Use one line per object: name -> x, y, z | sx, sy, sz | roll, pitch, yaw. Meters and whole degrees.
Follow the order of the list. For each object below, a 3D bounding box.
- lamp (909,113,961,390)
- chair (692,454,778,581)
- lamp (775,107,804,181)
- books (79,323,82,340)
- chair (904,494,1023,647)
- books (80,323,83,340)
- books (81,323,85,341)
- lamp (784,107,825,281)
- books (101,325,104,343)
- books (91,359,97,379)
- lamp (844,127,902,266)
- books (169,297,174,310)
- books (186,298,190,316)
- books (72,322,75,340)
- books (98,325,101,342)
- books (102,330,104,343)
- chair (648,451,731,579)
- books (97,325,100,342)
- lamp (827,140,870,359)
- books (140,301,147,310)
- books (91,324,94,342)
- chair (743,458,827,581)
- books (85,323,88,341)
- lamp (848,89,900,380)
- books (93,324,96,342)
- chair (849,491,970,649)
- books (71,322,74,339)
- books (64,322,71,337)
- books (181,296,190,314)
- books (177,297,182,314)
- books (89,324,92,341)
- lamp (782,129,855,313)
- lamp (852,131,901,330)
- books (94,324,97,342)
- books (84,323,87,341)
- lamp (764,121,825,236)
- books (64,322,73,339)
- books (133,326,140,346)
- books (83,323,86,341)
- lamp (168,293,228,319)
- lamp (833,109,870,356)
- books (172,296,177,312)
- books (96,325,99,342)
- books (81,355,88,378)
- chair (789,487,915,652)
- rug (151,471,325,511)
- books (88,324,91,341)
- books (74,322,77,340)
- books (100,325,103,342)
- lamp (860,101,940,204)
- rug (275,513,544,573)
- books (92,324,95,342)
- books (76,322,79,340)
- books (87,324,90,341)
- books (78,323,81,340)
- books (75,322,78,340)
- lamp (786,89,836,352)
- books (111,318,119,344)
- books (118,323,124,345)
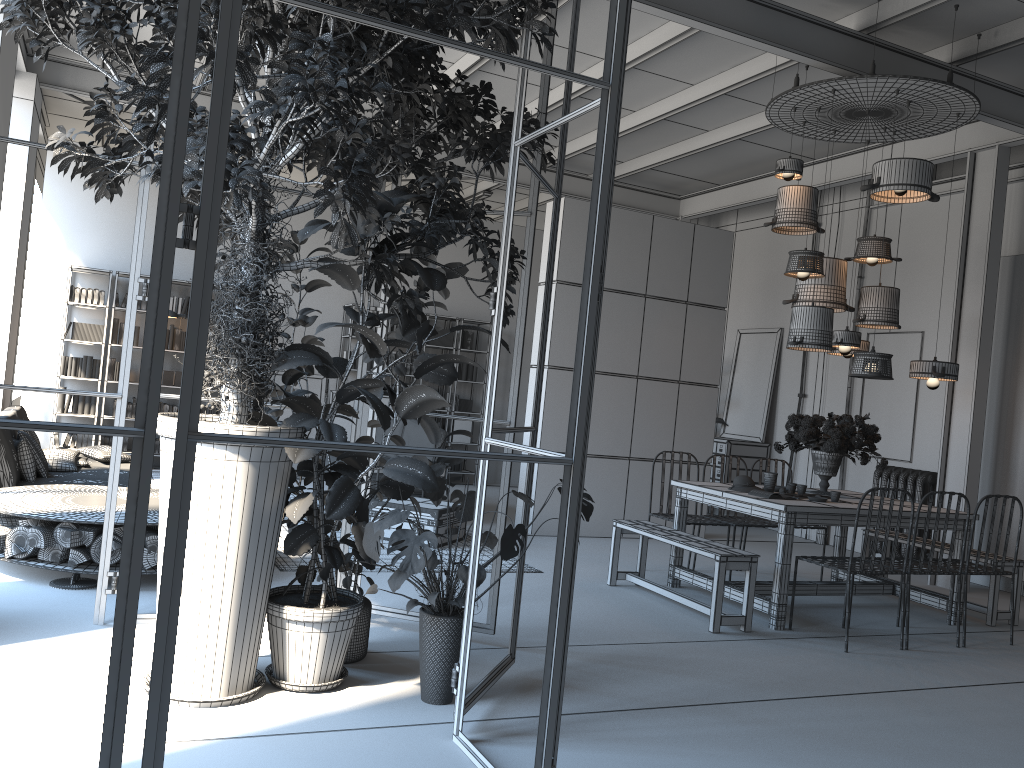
lamp -> 3.144, -0.965, 6.434 | 0.323, 2.026, 0.404 | 6, -1, -22
chair -> 1.863, 1.092, 7.279 | 0.474, 0.975, 0.488 | 6, -1, -25
lamp -> 2.100, -1.802, 6.658 | 0.202, 0.564, 0.253 | 6, -1, 13
books -> -4.966, -0.600, 10.205 | 0.014, 0.207, 0.157 | 6, -1, -25
chair -> 3.027, 1.194, 5.947 | 0.474, 0.975, 0.488 | 6, -1, -25
books -> -4.954, -0.598, 10.211 | 0.014, 0.207, 0.157 | 6, -1, -25
books -> -4.941, -0.597, 10.217 | 0.014, 0.207, 0.157 | 6, -1, -25
lamp -> 2.243, -1.415, 6.613 | 0.301, 1.306, 0.359 | 6, -1, -32
books -> -4.758, -0.578, 10.302 | 0.014, 0.207, 0.157 | 6, -1, -25
books -> -4.905, -0.174, 10.405 | 0.040, 0.240, 0.174 | 6, -1, -25
lamp -> 2.854, -1.457, 6.902 | 0.359, 1.094, 0.301 | 6, -1, -7
books -> -4.105, -0.938, 10.660 | 0.043, 0.213, 0.154 | 6, -1, -25
books -> -3.902, -0.933, 10.756 | 0.057, 0.242, 0.178 | 6, -1, -25
books -> -5.027, -0.606, 10.177 | 0.014, 0.207, 0.157 | 6, -1, -25
books -> -4.782, -0.580, 10.291 | 0.014, 0.207, 0.157 | 6, -1, -25
books -> -4.746, -0.577, 10.308 | 0.014, 0.207, 0.157 | 6, -1, -25
chair -> 1.403, 1.044, 7.065 | 0.474, 0.975, 0.488 | 6, -1, -25
books -> -4.795, -0.582, 10.285 | 0.014, 0.207, 0.157 | 6, -1, -25
lamp -> 2.827, -1.102, 7.252 | 0.323, 1.798, 0.404 | 5, -1, 33
books -> -4.371, -0.962, 10.518 | 0.056, 0.195, 0.270 | 6, -1, -25
books -> -4.856, -0.588, 10.256 | 0.014, 0.207, 0.157 | 6, -1, -25
chair -> 2.311, 1.140, 7.488 | 0.474, 0.975, 0.488 | 6, -1, -25
books -> -4.905, -0.593, 10.234 | 0.014, 0.207, 0.157 | 6, -1, -25
lamp -> 2.560, -1.038, 6.107 | 0.301, 2.004, 0.359 | 6, -1, -27
books -> -4.831, -0.586, 10.268 | 0.014, 0.207, 0.157 | 6, -1, -25
chair -> 2.567, 1.146, 5.733 | 0.474, 0.975, 0.488 | 6, -1, -25
books -> -5.039, -0.607, 10.171 | 0.014, 0.207, 0.157 | 6, -1, -25
books -> -5.093, -0.616, 10.145 | 0.073, 0.201, 0.156 | 6, -1, -27
books -> -3.953, -0.938, 10.711 | 0.077, 0.244, 0.178 | 6, -1, -26
books -> -4.015, -0.932, 10.702 | 0.039, 0.222, 0.161 | 6, -1, -25
books -> -4.868, -0.589, 10.251 | 0.014, 0.207, 0.157 | 6, -1, -25
lamp -> 2.510, -1.312, 7.067 | 0.470, 1.447, 0.415 | 5, -1, 36
lamp -> 2.933, -1.218, 6.952 | 0.364, 1.553, 0.322 | 5, -1, 21
books -> -4.819, -0.584, 10.274 | 0.014, 0.207, 0.157 | 6, -1, -25
books -> -4.917, -0.595, 10.228 | 0.014, 0.207, 0.157 | 6, -1, -25
lamp -> 2.250, -1.629, 6.944 | 0.392, 0.870, 0.346 | 5, -1, 36
books -> -5.082, -0.611, 10.151 | 0.073, 0.201, 0.156 | 6, -1, -27
books -> -4.429, -0.556, 10.451 | 0.057, 0.244, 0.180 | 6, -1, -25
books -> -4.929, -0.596, 10.222 | 0.014, 0.207, 0.157 | 6, -1, -25
lamp -> -3.459, 0.014, 10.401 | 1.284, 2.144, 1.194 | 6, -1, -12
lamp -> 2.545, -1.121, 6.547 | 0.202, 1.831, 0.253 | 6, -1, 13
books -> -4.073, -0.945, 10.686 | 0.029, 0.231, 0.173 | 6, -1, -25
books -> -4.807, -0.583, 10.279 | 0.014, 0.207, 0.157 | 6, -1, -25
books -> -4.994, -0.198, 10.358 | 0.047, 0.270, 0.182 | 6, -1, -25
chair -> 2.120, 1.099, 5.524 | 0.474, 0.975, 0.488 | 6, -1, -25
rug -> -3.221, 1.104, 9.387 | 1.961, 0.007, 2.524 | 6, -1, -25
books -> -4.880, -0.591, 10.245 | 0.014, 0.207, 0.157 | 6, -1, -25
books -> -5.015, -0.605, 10.182 | 0.014, 0.207, 0.157 | 6, -1, -25
books -> -4.770, -0.579, 10.296 | 0.014, 0.207, 0.157 | 6, -1, -25
lamp -> 2.789, -1.669, 6.302 | 0.403, 0.687, 0.505 | 5, -1, 43
rug -> -1.170, 1.289, 7.392 | 1.961, 0.007, 2.524 | 6, -1, -25
books -> -4.844, -0.587, 10.262 | 0.014, 0.207, 0.157 | 6, -1, -25
books -> -4.990, -0.602, 10.194 | 0.014, 0.207, 0.157 | 6, -1, -25
books -> -4.892, -0.592, 10.239 | 0.014, 0.207, 0.157 | 6, -1, -25
books -> -4.978, -0.601, 10.199 | 0.014, 0.207, 0.157 | 6, -1, -25
books -> -5.003, -0.604, 10.188 | 0.014, 0.207, 0.157 | 6, -1, -25
lamp -> 2.169, -1.156, 6.210 | 0.352, 1.845, 0.312 | 6, -1, 1
books -> -4.627, -0.610, 10.326 | 0.071, 0.304, 0.224 | 6, -1, -25
books -> -4.552, -0.580, 10.384 | 0.091, 0.266, 0.195 | 6, -1, -25
